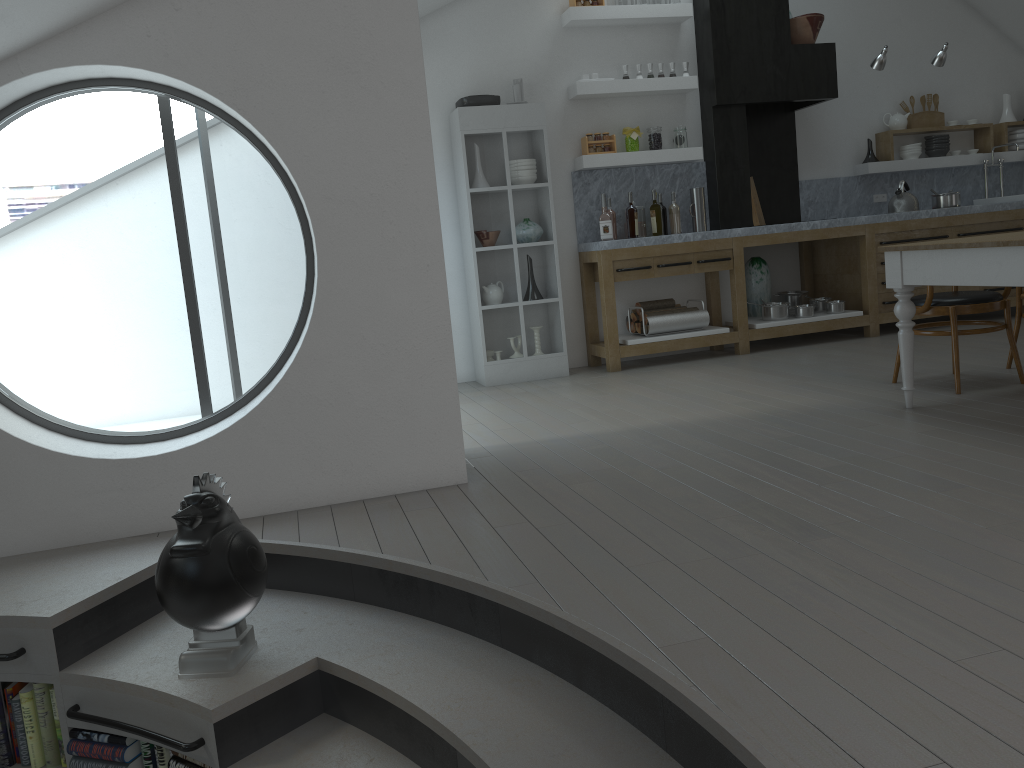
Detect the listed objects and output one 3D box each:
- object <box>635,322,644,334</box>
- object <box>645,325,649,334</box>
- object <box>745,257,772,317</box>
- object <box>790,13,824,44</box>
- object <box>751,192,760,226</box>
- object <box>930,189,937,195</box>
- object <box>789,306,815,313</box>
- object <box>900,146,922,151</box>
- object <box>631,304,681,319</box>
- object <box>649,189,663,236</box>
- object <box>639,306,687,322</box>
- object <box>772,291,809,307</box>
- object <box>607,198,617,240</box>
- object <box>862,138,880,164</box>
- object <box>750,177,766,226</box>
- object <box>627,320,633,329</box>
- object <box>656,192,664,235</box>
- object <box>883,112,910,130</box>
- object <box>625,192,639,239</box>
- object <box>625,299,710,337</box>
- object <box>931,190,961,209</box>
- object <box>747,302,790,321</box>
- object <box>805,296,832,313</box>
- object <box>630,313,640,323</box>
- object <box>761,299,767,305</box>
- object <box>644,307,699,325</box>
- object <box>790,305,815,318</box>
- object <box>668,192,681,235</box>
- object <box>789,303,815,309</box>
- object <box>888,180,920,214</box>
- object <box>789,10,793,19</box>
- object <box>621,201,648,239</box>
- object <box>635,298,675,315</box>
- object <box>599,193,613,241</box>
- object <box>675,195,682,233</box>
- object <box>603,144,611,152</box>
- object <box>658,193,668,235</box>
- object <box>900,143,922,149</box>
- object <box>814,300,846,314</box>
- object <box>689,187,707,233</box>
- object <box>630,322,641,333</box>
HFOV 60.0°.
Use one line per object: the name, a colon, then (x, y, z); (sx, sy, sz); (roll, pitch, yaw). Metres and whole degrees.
object: (1.195, -0.462, 6.867); (0.480, 0.083, 0.094); (-8, 8, -16)
object: (1.215, -0.444, 6.795); (0.423, 0.067, 0.067); (-8, 8, -16)
object: (2.072, -0.823, 7.483); (0.230, 0.496, 0.232); (-2, 8, 27)
object: (2.335, -2.820, 7.151); (0.348, 0.236, 0.368); (-5, 8, 4)
object: (1.982, -1.460, 7.330); (0.081, 0.335, 0.148); (-9, 8, -23)
object: (3.652, -1.588, 7.559); (0.051, 0.166, 0.236); (-8, 8, -18)
object: (2.264, -0.622, 7.320); (0.264, 0.052, 0.509); (-12, 10, -37)
object: (3.585, -2.091, 7.969); (0.181, 0.069, 0.182); (-5, 8, 4)
object: (1.141, -0.574, 6.992); (0.423, 0.072, 0.071); (-8, 8, -16)
object: (1.085, -1.287, 6.691); (0.092, 0.357, 0.093); (-2, 8, 30)
object: (1.164, -0.538, 6.814); (0.363, 0.086, 0.101); (-8, 8, -16)
object: (2.357, -0.728, 7.732); (0.455, 0.196, 0.269); (-3, 8, 20)
object: (0.755, -1.259, 6.787); (0.085, 0.330, 0.086); (-6, 7, -5)
object: (3.187, -2.074, 7.887); (0.156, 0.218, 0.156); (-10, 9, -32)
object: (2.056, -1.540, 7.496); (0.148, 0.426, 0.079); (-3, 7, 21)
object: (1.132, -0.488, 7.025); (0.437, 0.092, 0.092); (-8, 8, -16)
object: (1.107, -1.302, 6.808); (0.092, 0.338, 0.092); (-5, 7, 4)
object: (3.447, -2.350, 7.939); (0.168, 0.168, 0.174); (-10, 9, -30)
object: (0.896, -1.258, 6.641); (0.092, 0.358, 0.093); (-3, 7, 20)
object: (1.198, -0.514, 6.874); (0.528, 0.231, 0.430); (-8, 8, -16)
object: (3.740, -1.569, 7.549); (0.395, 0.170, 0.232); (-11, 9, -34)
object: (2.060, -0.590, 7.107); (0.223, 0.163, 0.379); (-9, 9, -24)
object: (2.562, -0.668, 7.387); (0.181, 0.133, 0.310); (-4, 8, 10)
object: (1.147, -0.538, 6.916); (0.435, 0.079, 0.115); (-8, 8, -16)
object: (2.055, -0.602, 6.993); (0.190, 0.152, 0.052); (-7, 7, -14)
object: (1.212, -0.517, 6.749); (0.437, 0.093, 0.092); (-8, 8, -16)
object: (2.291, -0.585, 7.055); (0.154, 0.112, 0.261); (-9, 9, -24)
object: (1.251, -1.313, 6.824); (0.085, 0.330, 0.086); (-6, 7, -5)
object: (2.359, -0.623, 7.238); (0.247, 0.045, 0.041); (-8, 8, -15)
object: (3.273, -1.570, 7.421); (0.246, 0.267, 0.247); (-6, 7, -4)
object: (2.256, -2.992, 7.456); (0.230, 0.501, 0.232); (-2, 8, 27)
object: (0.943, -1.267, 6.839); (0.184, 0.285, 0.184); (-4, 7, 10)
object: (1.110, -0.597, 6.854); (0.292, 0.102, 0.104); (-8, 8, -16)
object: (0.702, -1.253, 6.679); (0.088, 0.358, 0.086); (-5, 7, 8)
object: (1.273, -1.332, 6.931); (0.081, 0.328, 0.081); (-4, 7, 13)
object: (0.729, -1.806, 6.802); (0.058, 0.075, 0.059); (-4, 7, 9)
object: (1.167, -1.321, 6.919); (0.085, 0.330, 0.086); (-6, 7, -5)
object: (3.583, -2.120, 7.966); (0.180, 0.076, 0.181); (-2, 9, 23)
object: (2.577, -0.626, 7.148); (0.154, 0.112, 0.261); (-8, 8, -14)
object: (1.440, -1.354, 6.909); (0.164, 0.338, 0.114); (-7, 7, -11)
object: (1.154, -0.470, 6.942); (0.455, 0.089, 0.091); (-8, 8, -16)
